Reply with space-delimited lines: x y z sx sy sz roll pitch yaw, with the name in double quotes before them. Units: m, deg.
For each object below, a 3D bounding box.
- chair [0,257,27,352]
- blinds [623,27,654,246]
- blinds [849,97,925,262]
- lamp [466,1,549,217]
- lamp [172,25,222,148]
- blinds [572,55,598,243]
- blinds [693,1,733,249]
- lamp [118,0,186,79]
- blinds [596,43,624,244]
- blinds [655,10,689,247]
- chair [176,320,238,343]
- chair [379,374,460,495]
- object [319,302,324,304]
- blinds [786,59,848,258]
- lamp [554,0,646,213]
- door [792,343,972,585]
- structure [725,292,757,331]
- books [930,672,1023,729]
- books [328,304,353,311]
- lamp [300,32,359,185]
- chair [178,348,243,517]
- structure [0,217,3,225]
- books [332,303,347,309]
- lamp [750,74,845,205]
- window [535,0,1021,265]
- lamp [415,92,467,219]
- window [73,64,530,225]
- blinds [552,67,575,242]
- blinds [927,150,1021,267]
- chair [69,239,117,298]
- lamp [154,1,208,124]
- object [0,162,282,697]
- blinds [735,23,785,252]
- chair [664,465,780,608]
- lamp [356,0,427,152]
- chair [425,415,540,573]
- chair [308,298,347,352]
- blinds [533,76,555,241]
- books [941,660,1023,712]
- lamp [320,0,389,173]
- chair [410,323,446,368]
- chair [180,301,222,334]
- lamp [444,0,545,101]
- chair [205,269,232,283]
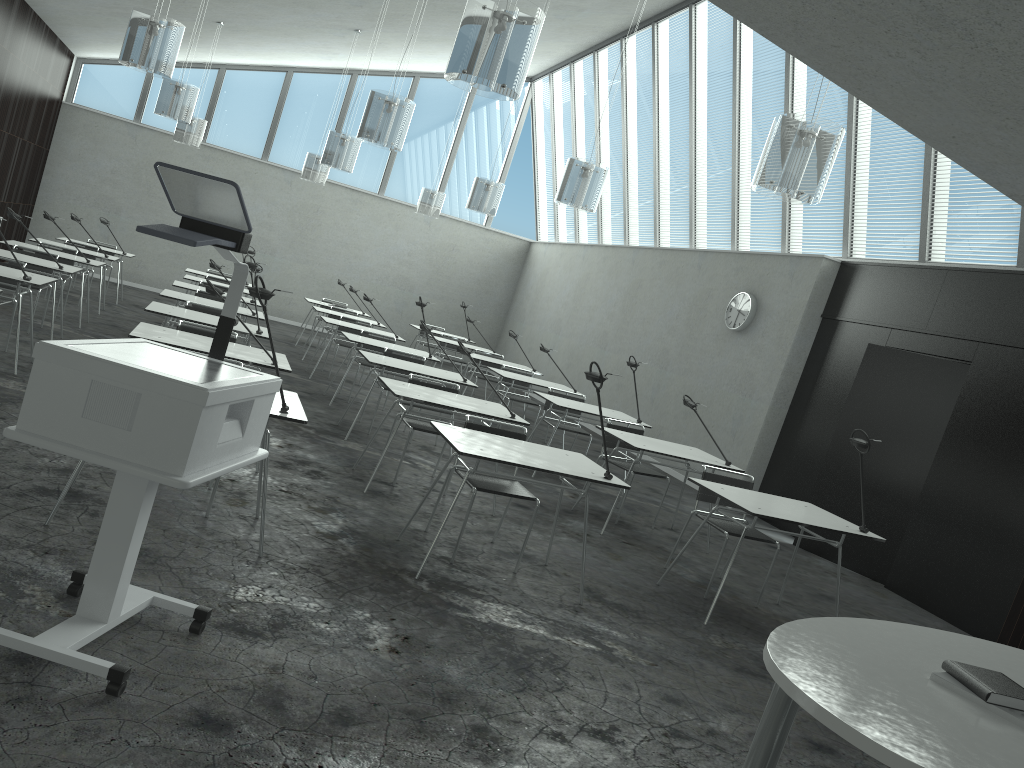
"chair" -3.886 -0.652 6.454 0.428 0.765 0.555 15 6 -17
"blinds" 1.747 -3.664 12.151 1.094 2.949 0.889 15 6 -20
"blinds" 3.211 -2.750 7.516 1.094 2.949 0.889 15 6 -20
"lamp" 0.048 -3.519 9.912 0.350 2.848 0.359 15 6 -20
"lamp" -4.045 -4.352 11.605 0.350 1.761 0.359 15 6 -20
"blinds" 1.161 -4.029 14.003 1.094 2.949 0.889 15 6 -20
"blinds" 2.332 -3.298 10.297 1.094 2.949 0.889 15 6 -20
"lamp" -2.296 -3.261 6.072 0.350 1.761 0.359 15 6 -20
"blinds" 1.454 -3.846 13.076 1.094 2.949 0.889 15 6 -20
"blinds" 2.040 -3.481 11.223 1.094 2.949 0.889 15 6 -20
"chair" -2.012 -0.004 5.626 0.428 0.765 0.555 14 6 -23
"chair" -0.588 0.373 6.121 0.428 0.765 0.555 15 6 -20
"object" -2.683 -1.270 12.547 0.159 0.010 0.008 22 7 41
"blinds" 2.918 -2.932 8.442 1.094 2.949 0.889 15 6 -20
"lamp" 0.922 -2.974 7.145 0.350 2.848 0.359 15 6 -20
"door" 2.965 0.678 7.167 0.365 2.020 0.940 15 6 -20
"structure" 2.382 -0.837 9.248 0.077 0.446 0.446 15 6 -20
"books" 1.194 0.853 2.126 0.210 0.021 0.297 13 7 -36
"books" -2.429 -1.202 12.579 0.210 0.021 0.297 20 7 33
"lamp" -2.428 -4.207 12.145 0.350 2.307 0.359 15 6 -20
"chair" -1.602 0.247 4.382 0.428 0.765 0.555 14 6 -22
"structure" -6.743 -2.045 11.296 0.079 0.688 1.129 15 6 -20
"books" -2.438 -1.226 12.534 0.183 0.032 0.164 14 6 -26
"lamp" 1.796 -2.428 4.379 0.350 2.848 0.359 15 6 -20
"window" 2.367 -3.322 10.303 1.144 3.101 12.775 15 6 -20
"lamp" -0.826 -4.065 12.679 0.350 2.848 0.359 15 6 -20
"window" -3.288 -5.467 14.968 7.052 3.041 0.010 15 6 -20
"blinds" 0.868 -4.212 14.930 1.094 2.949 0.889 15 6 -20
"blinds" 3.503 -2.567 6.591 1.094 2.949 0.889 15 6 -20
"chair" -5.623 -1.732 11.914 0.428 0.765 0.555 15 6 -20
"lamp" -3.171 -3.806 8.839 0.350 1.761 0.359 15 6 -20
"object" -1.084 0.114 2.741 0.559 1.639 0.680 17 6 4
"blinds" 2.625 -3.115 9.370 1.094 2.949 0.889 15 6 -20
"chair" 1.328 1.019 5.440 0.428 0.765 0.555 15 6 -18
"lamp" -0.680 -3.116 6.611 0.350 2.307 0.359 15 6 -20
"chair" -0.121 0.646 4.826 0.428 0.765 0.555 15 6 -21
"chair" -2.715 -0.981 13.110 0.428 0.765 0.555 15 6 -13
"blinds" 0.575 -4.394 15.857 1.094 2.949 0.889 15 6 -20
"books" 1.168 0.816 2.153 0.164 0.032 0.183 16 6 -7
"lamp" -1.554 -3.662 9.378 0.350 2.307 0.359 15 6 -20
"chair" -1.259 -0.598 13.649 0.428 0.765 0.555 15 6 -20
"chair" -2.478 -0.289 7.040 0.428 0.765 0.555 14 6 -24
"lamp" 0.194 -2.571 3.845 0.350 2.307 0.359 15 6 -20
"chair" -4.213 -1.374 12.552 0.428 0.765 0.555 15 6 -21
